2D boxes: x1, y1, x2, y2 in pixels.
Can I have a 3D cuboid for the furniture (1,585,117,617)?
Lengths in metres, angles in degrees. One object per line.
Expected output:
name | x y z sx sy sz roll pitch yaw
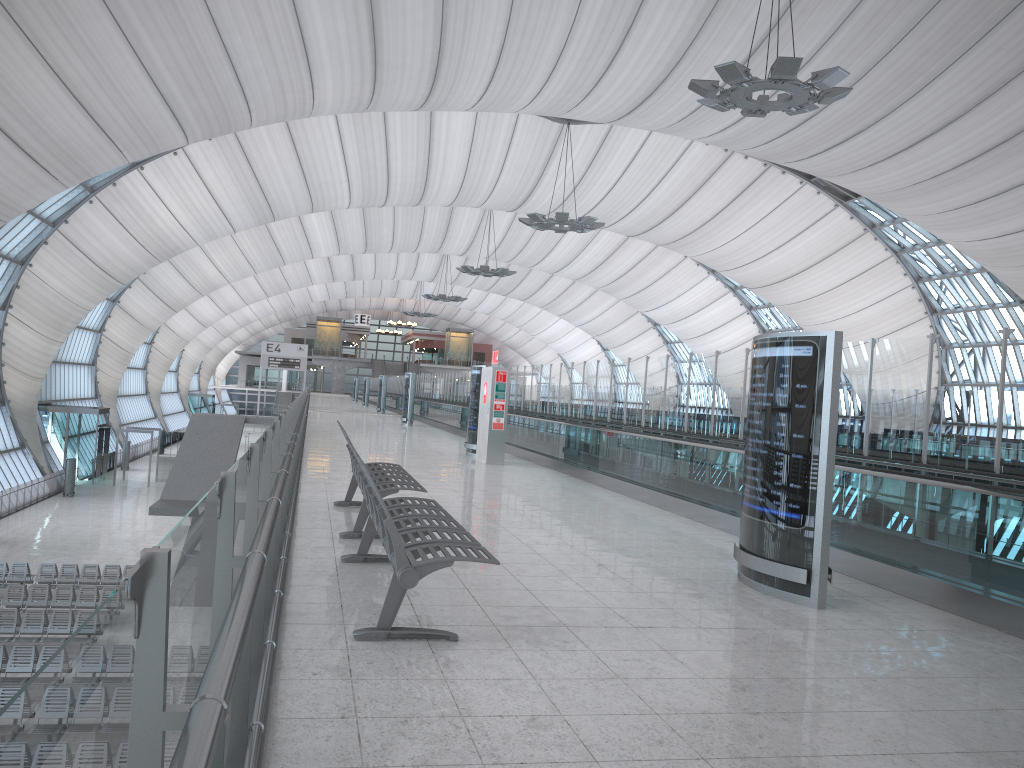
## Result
furniture | -11.009 5.409 21.748 2.705 0.913 1.572 4 -1 -13

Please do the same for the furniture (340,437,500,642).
furniture | -0.675 0.874 5.578 0.713 0.902 2.520 4 -1 -13

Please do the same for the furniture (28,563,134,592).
furniture | -11.590 5.405 24.324 2.705 0.913 1.572 4 -1 -13

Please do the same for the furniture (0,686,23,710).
furniture | -9.374 5.421 14.509 2.705 0.913 1.572 4 -1 -13

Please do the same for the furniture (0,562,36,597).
furniture | -14.359 5.206 23.699 2.705 0.913 1.572 4 -1 -13

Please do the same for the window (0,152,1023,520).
window | -6.137 -2.925 76.910 50.537 20.004 167.818 4 -1 -13

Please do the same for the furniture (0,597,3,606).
furniture | -13.777 5.210 21.123 2.705 0.913 1.572 4 -1 -13

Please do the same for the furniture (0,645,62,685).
furniture | -9.903 5.417 16.852 2.705 0.913 1.572 4 -1 -13

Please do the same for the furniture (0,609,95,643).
furniture | -10.491 5.413 19.457 2.705 0.913 1.572 4 -1 -13

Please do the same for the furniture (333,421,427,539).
furniture | -1.323 0.871 8.530 0.713 0.902 2.520 4 -1 -13
